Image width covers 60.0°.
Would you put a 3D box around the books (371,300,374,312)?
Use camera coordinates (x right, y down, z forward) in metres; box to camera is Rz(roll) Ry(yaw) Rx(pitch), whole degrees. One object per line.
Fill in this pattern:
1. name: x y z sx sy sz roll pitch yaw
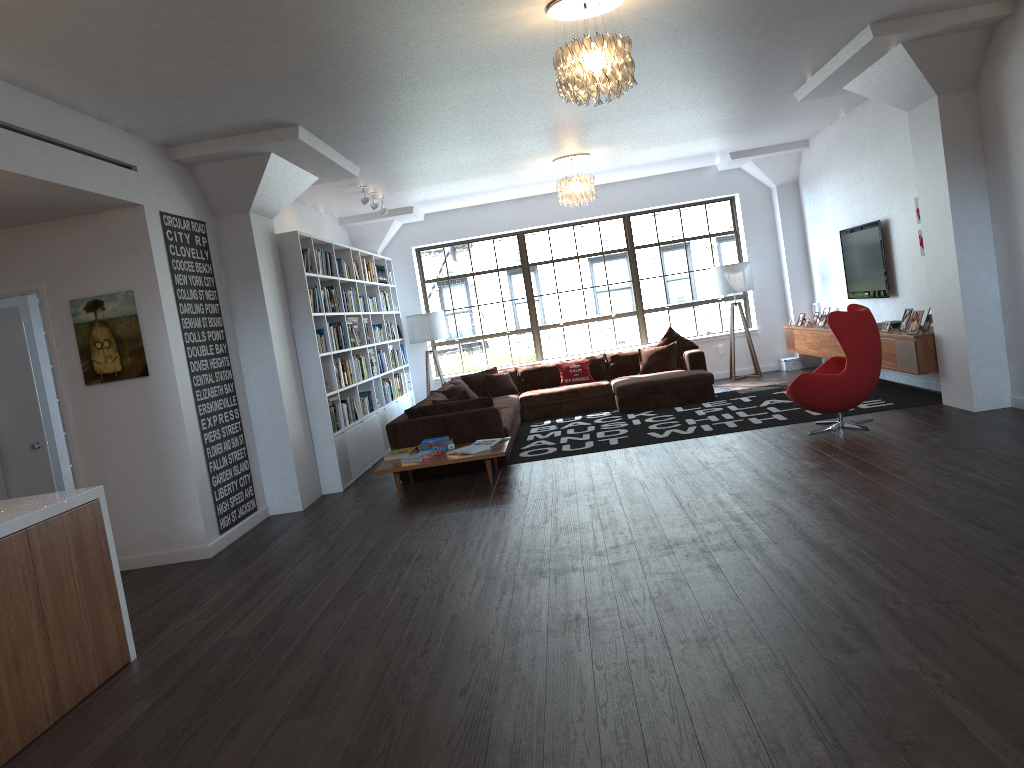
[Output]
1. books: -1.774 -0.952 10.958 0.110 0.153 0.019 -9 4 4

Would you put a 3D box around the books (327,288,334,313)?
1. books: -1.910 -0.828 8.960 0.183 0.253 0.042 -9 4 4

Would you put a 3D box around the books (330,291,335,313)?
1. books: -1.892 -0.818 8.996 0.161 0.223 0.032 -9 4 4

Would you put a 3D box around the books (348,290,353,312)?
1. books: -1.856 -0.896 9.775 0.170 0.245 0.057 -9 4 4

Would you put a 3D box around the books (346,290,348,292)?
1. books: -1.860 -0.894 9.733 0.159 0.250 0.026 -9 4 4

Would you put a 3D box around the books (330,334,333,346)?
1. books: -1.854 -0.420 8.722 0.161 0.223 0.027 -9 4 4

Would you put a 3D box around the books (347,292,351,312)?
1. books: -1.855 -0.877 9.681 0.161 0.223 0.026 -9 4 4

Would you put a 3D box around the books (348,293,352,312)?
1. books: -1.851 -0.880 9.708 0.161 0.223 0.027 -9 4 4

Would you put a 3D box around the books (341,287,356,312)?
1. books: -1.855 -0.928 9.900 0.176 0.290 0.053 -9 4 4

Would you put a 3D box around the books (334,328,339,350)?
1. books: -1.838 -0.436 8.903 0.161 0.223 0.026 -9 4 4

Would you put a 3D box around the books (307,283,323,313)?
1. books: -1.914 -0.806 8.448 0.176 0.290 0.053 -9 4 4

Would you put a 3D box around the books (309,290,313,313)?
1. books: -1.931 -0.750 8.231 0.161 0.218 0.101 -9 4 4

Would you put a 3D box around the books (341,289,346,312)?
1. books: -1.866 -0.869 9.404 0.182 0.253 0.034 -9 4 4

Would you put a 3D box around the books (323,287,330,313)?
1. books: -1.920 -0.818 8.808 0.180 0.259 0.042 -9 4 4

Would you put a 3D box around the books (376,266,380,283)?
1. books: -1.812 -1.401 11.502 0.161 0.223 0.032 -9 4 4

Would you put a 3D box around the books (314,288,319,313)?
1. books: -1.923 -0.775 8.373 0.174 0.242 0.105 -9 4 4

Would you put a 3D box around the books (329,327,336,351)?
1. books: -1.848 -0.432 8.757 0.174 0.239 0.045 -9 4 4

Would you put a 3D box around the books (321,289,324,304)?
1. books: -1.923 -0.791 8.633 0.174 0.236 0.142 -9 4 4

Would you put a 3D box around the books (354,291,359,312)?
1. books: -1.835 -0.921 10.035 0.159 0.250 0.026 -9 4 4

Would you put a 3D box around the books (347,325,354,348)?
1. books: -1.808 -0.497 9.512 0.174 0.240 0.054 -9 4 4

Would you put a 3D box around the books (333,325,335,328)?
1. books: -1.859 -0.453 8.971 0.182 0.253 0.034 -9 4 4

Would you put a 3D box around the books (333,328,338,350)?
1. books: -1.837 -0.434 8.876 0.161 0.223 0.027 -9 4 4

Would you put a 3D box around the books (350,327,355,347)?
1. books: -1.798 -0.495 9.587 0.161 0.223 0.032 -9 4 4

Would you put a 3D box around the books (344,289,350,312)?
1. books: -1.862 -0.883 9.578 0.182 0.253 0.034 -9 4 4

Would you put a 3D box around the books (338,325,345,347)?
1. books: -1.832 -0.471 9.143 0.182 0.253 0.034 -9 4 4

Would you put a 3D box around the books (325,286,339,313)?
1. books: -1.909 -0.861 9.185 0.198 0.284 0.049 -9 4 4

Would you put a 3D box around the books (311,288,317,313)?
1. books: -1.931 -0.769 8.334 0.172 0.239 0.093 -9 4 4

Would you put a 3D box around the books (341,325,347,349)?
1. books: -1.820 -0.475 9.176 0.182 0.253 0.034 -9 4 4

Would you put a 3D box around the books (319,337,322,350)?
1. books: -1.860 -0.365 8.327 0.128 0.178 0.022 -9 4 4

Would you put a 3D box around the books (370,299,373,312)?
1. books: -1.774 -0.951 10.894 0.106 0.162 0.032 -9 4 4

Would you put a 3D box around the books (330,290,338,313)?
1. books: -1.893 -0.832 9.071 0.174 0.240 0.054 -9 4 4

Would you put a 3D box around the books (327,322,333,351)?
1. books: -1.861 -0.449 8.679 0.176 0.290 0.053 -9 4 4

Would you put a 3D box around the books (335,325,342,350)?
1. books: -1.835 -0.460 9.004 0.182 0.253 0.034 -9 4 4

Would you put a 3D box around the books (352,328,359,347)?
1. books: -1.792 -0.499 9.745 0.161 0.207 0.135 -9 4 3

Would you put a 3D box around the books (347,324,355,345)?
1. books: -1.813 -0.511 9.624 0.183 0.253 0.042 -9 4 4

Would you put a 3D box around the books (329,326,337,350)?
1. books: -1.849 -0.444 8.849 0.159 0.250 0.026 -9 4 4

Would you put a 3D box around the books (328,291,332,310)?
1. books: -1.908 -0.810 8.924 0.161 0.223 0.033 -9 4 4

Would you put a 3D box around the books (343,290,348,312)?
1. books: -1.865 -0.868 9.478 0.174 0.239 0.045 -9 4 4

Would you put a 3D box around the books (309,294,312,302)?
1. books: -1.927 -0.727 8.154 0.161 0.182 0.170 -9 4 4

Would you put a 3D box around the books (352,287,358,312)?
1. books: -1.856 -0.929 9.961 0.197 0.283 0.065 -9 4 4

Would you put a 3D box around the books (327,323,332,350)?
1. books: -1.868 -0.441 8.619 0.197 0.283 0.065 -9 4 4

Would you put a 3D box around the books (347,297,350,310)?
1. books: -1.865 -0.877 9.649 0.167 0.230 0.037 -9 4 4

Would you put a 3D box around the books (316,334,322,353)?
1. books: -1.863 -0.366 8.302 0.134 0.184 0.030 -9 4 4

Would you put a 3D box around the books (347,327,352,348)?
1. books: -1.809 -0.485 9.469 0.161 0.223 0.032 -9 4 4

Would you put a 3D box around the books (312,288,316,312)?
1. books: -1.923 -0.765 8.291 0.172 0.235 0.112 -9 4 4

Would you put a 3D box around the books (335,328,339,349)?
1. books: -1.845 -0.441 8.935 0.167 0.230 0.037 -9 4 4

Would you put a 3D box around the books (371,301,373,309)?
1. books: -1.779 -0.954 10.921 0.120 0.167 0.020 -9 4 4

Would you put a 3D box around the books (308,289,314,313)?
1. books: -1.927 -0.760 8.259 0.152 0.232 0.104 -9 4 4

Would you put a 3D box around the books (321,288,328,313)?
1. books: -1.919 -0.808 8.722 0.183 0.253 0.042 -9 4 4

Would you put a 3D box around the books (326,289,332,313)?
1. books: -1.910 -0.819 8.886 0.171 0.246 0.039 -9 4 4

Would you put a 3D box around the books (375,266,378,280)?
1. books: -1.820 -1.395 11.437 0.161 0.223 0.032 -9 4 4

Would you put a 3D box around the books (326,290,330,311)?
1. books: -1.915 -0.817 8.848 0.160 0.251 0.039 -9 4 4

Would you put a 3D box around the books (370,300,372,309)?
1. books: -1.776 -0.952 10.869 0.107 0.167 0.017 -9 4 4

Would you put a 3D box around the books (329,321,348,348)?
1. books: -1.830 -0.497 9.238 0.176 0.294 0.102 -9 4 4

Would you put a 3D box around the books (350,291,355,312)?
1. books: -1.849 -0.897 9.826 0.174 0.239 0.045 -9 4 4

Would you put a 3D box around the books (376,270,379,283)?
1. books: -1.822 -1.397 11.471 0.161 0.223 0.033 -9 4 4

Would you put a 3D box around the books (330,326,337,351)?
1. books: -1.849 -0.439 8.808 0.170 0.245 0.057 -9 4 4

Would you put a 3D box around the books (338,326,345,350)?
1. books: -1.827 -0.462 9.104 0.174 0.239 0.045 -9 4 4

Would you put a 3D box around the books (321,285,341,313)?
1. books: -1.890 -0.871 9.235 0.176 0.291 0.053 -9 4 4

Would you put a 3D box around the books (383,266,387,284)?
1. books: -1.802 -1.457 12.011 0.183 0.253 0.042 -9 4 4
